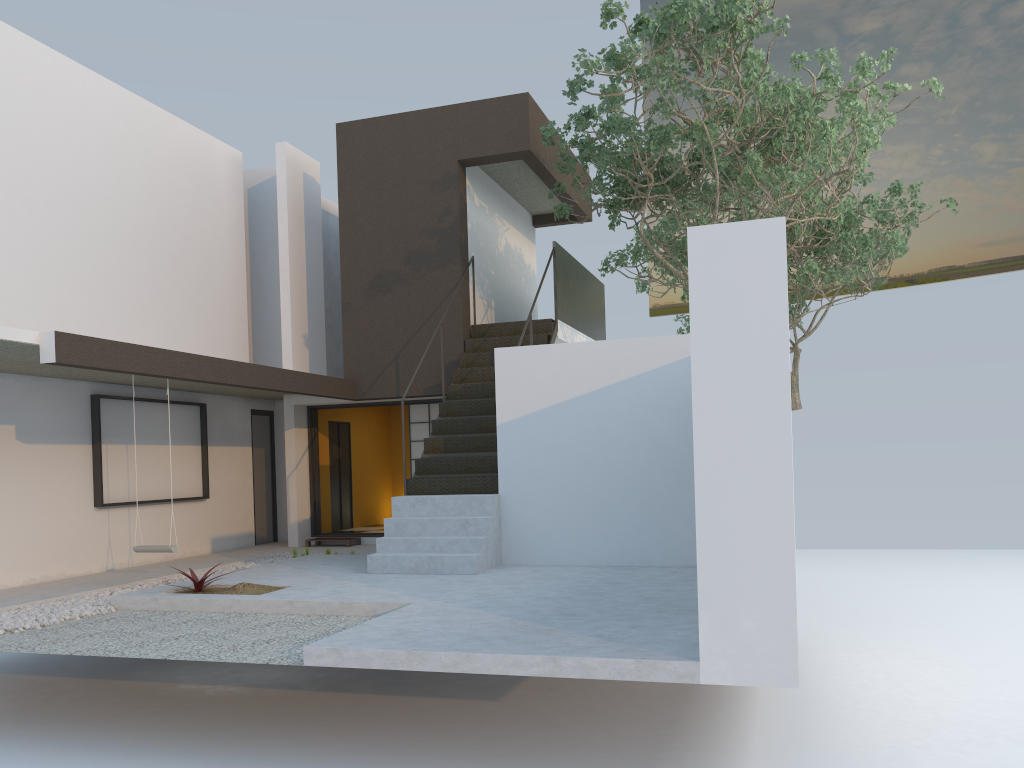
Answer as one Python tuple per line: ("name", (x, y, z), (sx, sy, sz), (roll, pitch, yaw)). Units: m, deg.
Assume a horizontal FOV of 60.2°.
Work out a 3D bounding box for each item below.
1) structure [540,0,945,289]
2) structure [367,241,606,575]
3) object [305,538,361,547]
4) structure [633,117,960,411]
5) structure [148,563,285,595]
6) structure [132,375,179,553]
("structure", (2.528, -2.194, 10.328), (4.334, 3.699, 5.759), (-2, -3, -2))
("structure", (0.048, 0.119, 11.687), (1.159, 3.943, 6.558), (-2, -3, 18))
("object", (-2.565, 2.270, 12.667), (0.704, 0.101, 0.350), (-3, -5, 18))
("structure", (5.079, -1.860, 16.426), (5.508, 4.701, 7.319), (-2, -3, -2))
("structure", (-2.616, 1.779, 7.916), (1.204, 0.291, 0.748), (-3, -5, 18))
("structure", (-3.605, 0.760, 8.867), (0.462, 1.867, 0.129), (-2, 0, 18))
